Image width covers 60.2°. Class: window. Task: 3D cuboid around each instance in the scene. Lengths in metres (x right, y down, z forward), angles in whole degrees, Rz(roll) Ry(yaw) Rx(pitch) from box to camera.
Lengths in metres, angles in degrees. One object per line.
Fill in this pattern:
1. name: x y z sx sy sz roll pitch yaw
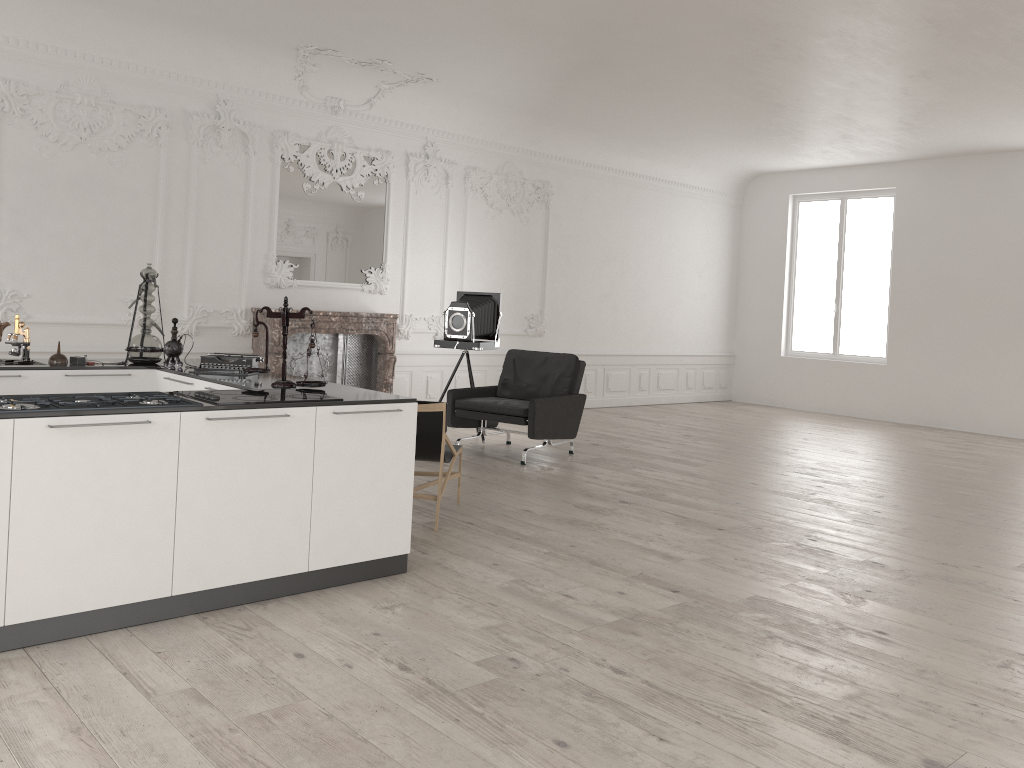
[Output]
1. window: 5.103 -1.671 13.762 0.070 2.577 1.730 3 1 -42

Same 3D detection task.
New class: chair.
1. chair: -0.675 0.457 5.741 0.630 0.769 0.783 3 3 3
2. chair: 0.078 0.174 8.382 0.976 0.962 1.087 5 3 33

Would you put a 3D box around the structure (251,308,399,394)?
1. structure: -2.042 -0.167 9.540 1.543 1.246 0.661 0 3 -42

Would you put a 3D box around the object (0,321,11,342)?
1. object: -3.192 -0.282 5.374 0.208 0.279 0.187 3 2 -2

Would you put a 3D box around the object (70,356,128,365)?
1. object: -2.569 -0.149 5.561 0.124 0.045 0.375 6 6 37

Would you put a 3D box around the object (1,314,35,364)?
1. object: -2.967 -0.274 5.339 0.132 0.291 0.169 3 1 18

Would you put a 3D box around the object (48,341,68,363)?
1. object: -2.828 -0.201 5.516 0.111 0.131 0.111 1 3 -37

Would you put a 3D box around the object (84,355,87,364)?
1. object: -2.644 -0.152 5.480 0.017 0.056 0.017 3 1 28

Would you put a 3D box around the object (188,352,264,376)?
1. object: -1.752 -0.129 5.437 0.383 0.110 0.318 3 4 3

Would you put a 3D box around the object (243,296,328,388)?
1. object: -1.229 -0.230 4.779 0.513 0.490 0.168 4 1 21

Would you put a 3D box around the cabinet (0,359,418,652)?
1. cabinet: -2.291 0.410 4.630 2.460 0.880 2.716 -1 6 -42

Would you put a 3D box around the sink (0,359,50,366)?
1. sink: -3.331 -0.053 5.022 1.164 0.140 0.487 -1 6 -42

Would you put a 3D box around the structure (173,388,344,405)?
1. structure: -1.206 0.048 4.214 0.627 0.021 0.508 -1 7 -42

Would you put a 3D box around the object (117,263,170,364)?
1. object: -2.351 -0.460 5.773 0.294 0.650 0.319 3 1 1

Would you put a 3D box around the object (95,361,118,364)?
1. object: -2.607 -0.137 5.639 0.094 0.004 0.141 5 5 28

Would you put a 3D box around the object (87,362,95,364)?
1. object: -2.634 -0.132 5.525 0.026 0.010 0.039 5 5 28

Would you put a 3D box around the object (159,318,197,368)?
1. object: -2.133 -0.266 5.645 0.222 0.311 0.204 1 2 -44

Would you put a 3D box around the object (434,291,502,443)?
1. object: -0.445 -0.196 9.137 0.712 1.521 0.655 3 1 23

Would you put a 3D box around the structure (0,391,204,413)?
1. structure: -1.798 0.067 3.682 0.841 0.014 0.522 -1 7 -42

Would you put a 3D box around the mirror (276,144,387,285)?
1. mirror: -1.973 -1.837 9.755 1.433 1.570 0.009 1 2 -42
